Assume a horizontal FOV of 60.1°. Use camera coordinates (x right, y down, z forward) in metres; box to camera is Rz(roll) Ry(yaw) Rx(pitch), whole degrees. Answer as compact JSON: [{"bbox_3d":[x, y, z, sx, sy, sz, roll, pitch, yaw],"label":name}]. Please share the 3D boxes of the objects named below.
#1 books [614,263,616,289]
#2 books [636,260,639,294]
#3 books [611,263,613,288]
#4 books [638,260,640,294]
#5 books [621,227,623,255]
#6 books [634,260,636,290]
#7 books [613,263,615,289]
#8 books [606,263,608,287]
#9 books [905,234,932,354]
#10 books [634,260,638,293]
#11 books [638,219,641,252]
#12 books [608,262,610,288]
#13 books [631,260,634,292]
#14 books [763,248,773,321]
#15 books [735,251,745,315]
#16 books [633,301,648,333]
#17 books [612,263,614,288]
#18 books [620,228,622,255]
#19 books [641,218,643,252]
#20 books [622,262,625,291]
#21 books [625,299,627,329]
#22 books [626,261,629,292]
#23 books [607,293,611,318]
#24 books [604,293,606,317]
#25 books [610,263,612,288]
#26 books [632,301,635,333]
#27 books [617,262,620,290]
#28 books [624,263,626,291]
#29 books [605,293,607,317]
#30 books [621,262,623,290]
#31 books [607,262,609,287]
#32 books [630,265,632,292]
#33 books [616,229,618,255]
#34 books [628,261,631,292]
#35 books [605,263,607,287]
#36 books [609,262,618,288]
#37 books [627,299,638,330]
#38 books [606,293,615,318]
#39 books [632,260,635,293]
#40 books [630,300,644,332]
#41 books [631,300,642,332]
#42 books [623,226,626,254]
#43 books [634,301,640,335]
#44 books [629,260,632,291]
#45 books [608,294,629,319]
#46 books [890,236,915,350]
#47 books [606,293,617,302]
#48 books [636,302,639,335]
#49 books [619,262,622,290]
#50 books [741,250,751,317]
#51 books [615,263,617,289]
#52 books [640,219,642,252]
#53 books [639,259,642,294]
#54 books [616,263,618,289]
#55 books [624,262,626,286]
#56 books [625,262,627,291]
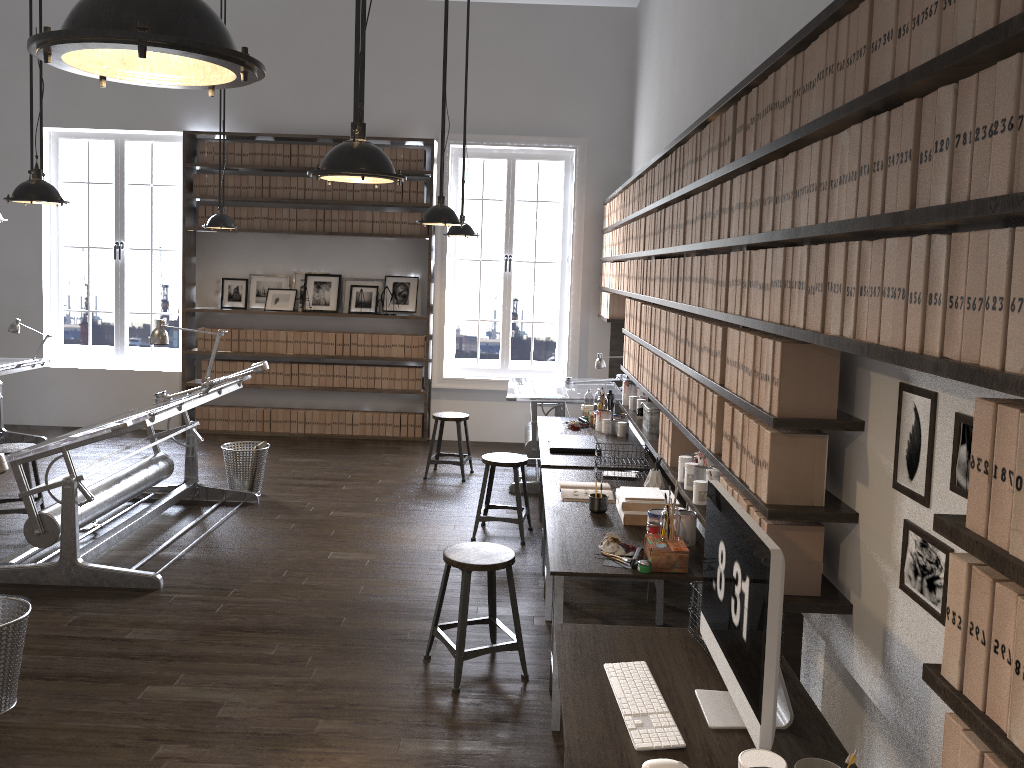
[{"bbox_3d":[0.939,-0.893,7.361,0.174,0.225,0.067,2,5,1],"label":"books"},{"bbox_3d":[0.925,-0.712,5.902,0.174,0.225,0.067,2,5,1],"label":"books"},{"bbox_3d":[0.945,-0.930,7.642,0.174,0.225,0.067,2,5,1],"label":"books"},{"bbox_3d":[0.924,-0.703,5.831,0.174,0.225,0.067,2,5,1],"label":"books"},{"bbox_3d":[0.943,-1.112,6.917,0.174,0.225,0.067,2,5,1],"label":"books"},{"bbox_3d":[0.926,-0.729,6.036,0.174,0.224,0.067,2,5,1],"label":"books"},{"bbox_3d":[0.944,-0.902,7.433,0.174,0.225,0.067,2,5,1],"label":"books"},{"bbox_3d":[0.953,-0.994,8.089,0.174,0.225,0.067,2,5,1],"label":"books"},{"bbox_3d":[0.859,-0.169,1.693,0.174,0.225,0.067,2,5,1],"label":"books"},{"bbox_3d":[0.920,-0.721,5.969,0.174,0.225,0.067,2,5,1],"label":"books"},{"bbox_3d":[0.928,-0.976,5.868,0.174,0.225,0.067,2,5,1],"label":"books"},{"bbox_3d":[0.951,-0.967,7.876,0.174,0.224,0.067,2,5,1],"label":"books"},{"bbox_3d":[0.924,-0.747,6.171,0.174,0.225,0.067,2,5,1],"label":"books"},{"bbox_3d":[0.877,-0.303,2.737,0.174,0.224,0.067,2,5,1],"label":"books"},{"bbox_3d":[0.879,-0.349,3.091,0.174,0.225,0.067,2,5,1],"label":"books"},{"bbox_3d":[0.917,-0.446,5.995,0.174,0.225,0.067,2,5,1],"label":"books"},{"bbox_3d":[0.948,-0.920,7.572,0.174,0.225,0.067,2,5,1],"label":"books"},{"bbox_3d":[0.947,-1.121,6.989,0.174,0.225,0.067,2,5,1],"label":"books"},{"bbox_3d":[0.929,-0.960,5.738,0.174,0.224,0.067,2,5,1],"label":"books"},{"bbox_3d":[0.931,-0.812,6.732,0.174,0.225,0.067,2,5,1],"label":"books"},{"bbox_3d":[0.919,-0.509,6.476,0.174,0.225,0.067,2,5,1],"label":"books"},{"bbox_3d":[0.927,-0.783,6.452,0.174,0.225,0.067,2,5,1],"label":"books"},{"bbox_3d":[0.945,-0.692,7.904,0.174,0.225,0.067,2,5,1],"label":"books"},{"bbox_3d":[0.943,-0.727,8.175,0.174,0.225,0.067,2,5,1],"label":"books"},{"bbox_3d":[0.948,-0.940,7.724,0.174,0.224,0.067,2,5,1],"label":"books"},{"bbox_3d":[0.913,-0.456,6.066,0.174,0.225,0.067,2,5,1],"label":"books"},{"bbox_3d":[0.937,-0.858,7.086,0.174,0.225,0.067,2,5,1],"label":"books"},{"bbox_3d":[0.932,-0.795,6.603,0.174,0.224,0.067,2,5,1],"label":"books"},{"bbox_3d":[0.944,-0.718,8.103,0.174,0.224,0.067,2,5,1],"label":"books"},{"bbox_3d":[0.939,-0.830,6.870,0.174,0.225,0.067,2,5,1],"label":"books"},{"bbox_3d":[0.956,-0.985,8.020,0.174,0.225,0.067,2,5,1],"label":"books"},{"bbox_3d":[0.929,-0.756,6.241,0.174,0.225,0.067,2,5,1],"label":"books"},{"bbox_3d":[0.951,-1.157,7.271,0.174,0.224,0.067,2,5,1],"label":"books"},{"bbox_3d":[0.929,-0.774,6.380,0.174,0.225,0.067,2,5,1],"label":"books"},{"bbox_3d":[0.951,-1.004,8.161,0.174,0.225,0.067,2,5,1],"label":"books"},{"bbox_3d":[0.946,-0.958,7.812,0.174,0.225,0.067,2,5,1],"label":"books"},{"bbox_3d":[0.920,-0.491,6.342,0.174,0.224,0.067,2,5,1],"label":"books"},{"bbox_3d":[0.939,-0.701,7.974,0.174,0.225,0.067,2,5,1],"label":"books"},{"bbox_3d":[0.925,-0.737,6.098,0.174,0.224,0.067,2,5,1],"label":"books"},{"bbox_3d":[0.920,-0.474,6.208,0.174,0.225,0.067,2,5,1],"label":"books"},{"bbox_3d":[0.919,-0.465,6.137,0.174,0.225,0.067,2,5,1],"label":"books"},{"bbox_3d":[0.945,-1.094,6.782,0.174,0.224,0.067,2,5,1],"label":"books"},{"bbox_3d":[0.911,-0.437,5.921,0.174,0.225,0.067,2,5,1],"label":"books"},{"bbox_3d":[0.932,-0.765,6.310,0.174,0.225,0.067,2,5,1],"label":"books"},{"bbox_3d":[0.942,-0.683,7.835,0.174,0.225,0.067,2,5,1],"label":"books"},{"bbox_3d":[0.860,-0.178,1.765,0.174,0.225,0.067,2,5,1],"label":"books"},{"bbox_3d":[0.944,-0.710,8.040,0.174,0.224,0.067,2,5,1],"label":"books"},{"bbox_3d":[0.915,-0.427,5.847,0.174,0.224,0.067,2,5,1],"label":"books"},{"bbox_3d":[0.935,-0.839,6.941,0.174,0.225,0.067,2,5,1],"label":"books"},{"bbox_3d":[0.881,-0.340,3.019,0.174,0.225,0.067,2,5,1],"label":"books"},{"bbox_3d":[0.938,-0.884,7.289,0.174,0.225,0.067,2,5,1],"label":"books"},{"bbox_3d":[0.932,-0.968,5.801,0.174,0.224,0.067,2,5,1],"label":"books"},{"bbox_3d":[0.919,-0.694,5.761,0.174,0.225,0.067,2,5,1],"label":"books"},{"bbox_3d":[0.942,-0.876,7.226,0.174,0.224,0.067,2,5,1],"label":"books"},{"bbox_3d":[0.934,-0.804,6.666,0.174,0.224,0.067,2,5,1],"label":"books"},{"bbox_3d":[0.929,-0.786,6.531,0.174,0.225,0.067,2,5,1],"label":"books"}]
